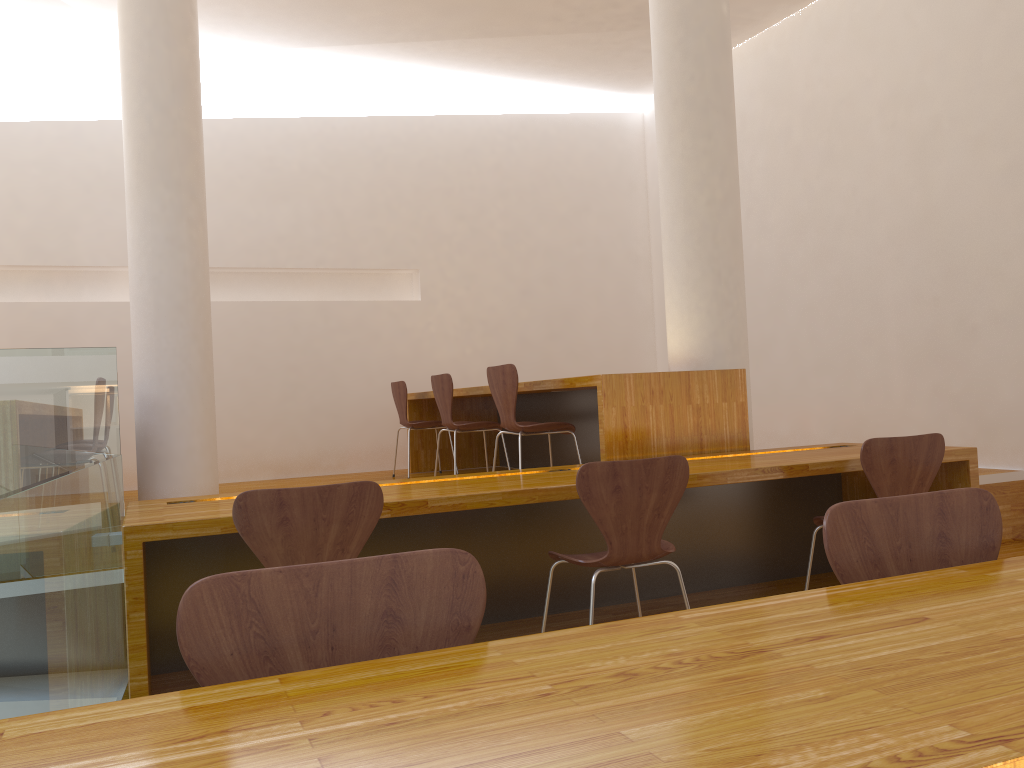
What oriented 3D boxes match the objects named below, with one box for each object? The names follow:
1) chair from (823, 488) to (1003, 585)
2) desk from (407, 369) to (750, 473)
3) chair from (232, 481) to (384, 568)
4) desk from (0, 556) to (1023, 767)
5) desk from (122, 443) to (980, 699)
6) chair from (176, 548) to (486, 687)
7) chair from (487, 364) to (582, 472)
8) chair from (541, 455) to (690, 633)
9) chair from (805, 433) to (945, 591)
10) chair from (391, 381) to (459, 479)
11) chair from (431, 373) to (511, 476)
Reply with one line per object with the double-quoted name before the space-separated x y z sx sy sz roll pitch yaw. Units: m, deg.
"chair" 0.757 0.527 1.338 0.428 0.693 0.381 -2 -1 -22
"desk" 0.152 0.303 5.455 0.760 0.606 3.185 -2 -1 -22
"chair" -0.574 0.616 2.465 0.428 0.693 0.381 -2 -1 -22
"desk" 1.123 0.704 0.819 3.236 0.918 1.285 -2 -1 -22
"desk" 0.290 0.636 3.344 3.185 0.606 0.760 -2 -1 -22
"chair" -0.141 0.566 0.970 0.428 0.693 0.381 -2 -1 -22
"chair" 0.115 0.247 4.419 0.381 0.693 0.428 -2 -1 -22
"chair" 0.324 0.577 2.833 0.428 0.693 0.381 -2 -1 -22
"chair" 1.344 0.534 3.293 0.428 0.693 0.381 -2 -1 -22
"chair" -0.640 0.322 6.367 0.381 0.693 0.428 -2 -1 -22
"chair" -0.252 0.283 5.317 0.381 0.693 0.428 -2 -1 -22
